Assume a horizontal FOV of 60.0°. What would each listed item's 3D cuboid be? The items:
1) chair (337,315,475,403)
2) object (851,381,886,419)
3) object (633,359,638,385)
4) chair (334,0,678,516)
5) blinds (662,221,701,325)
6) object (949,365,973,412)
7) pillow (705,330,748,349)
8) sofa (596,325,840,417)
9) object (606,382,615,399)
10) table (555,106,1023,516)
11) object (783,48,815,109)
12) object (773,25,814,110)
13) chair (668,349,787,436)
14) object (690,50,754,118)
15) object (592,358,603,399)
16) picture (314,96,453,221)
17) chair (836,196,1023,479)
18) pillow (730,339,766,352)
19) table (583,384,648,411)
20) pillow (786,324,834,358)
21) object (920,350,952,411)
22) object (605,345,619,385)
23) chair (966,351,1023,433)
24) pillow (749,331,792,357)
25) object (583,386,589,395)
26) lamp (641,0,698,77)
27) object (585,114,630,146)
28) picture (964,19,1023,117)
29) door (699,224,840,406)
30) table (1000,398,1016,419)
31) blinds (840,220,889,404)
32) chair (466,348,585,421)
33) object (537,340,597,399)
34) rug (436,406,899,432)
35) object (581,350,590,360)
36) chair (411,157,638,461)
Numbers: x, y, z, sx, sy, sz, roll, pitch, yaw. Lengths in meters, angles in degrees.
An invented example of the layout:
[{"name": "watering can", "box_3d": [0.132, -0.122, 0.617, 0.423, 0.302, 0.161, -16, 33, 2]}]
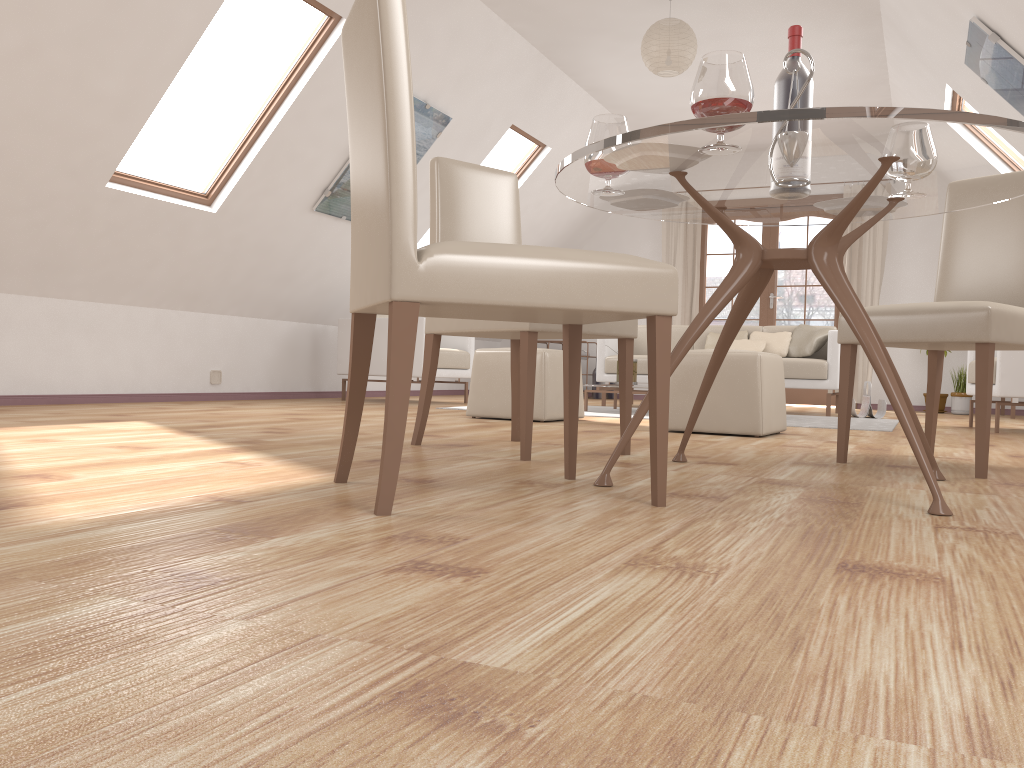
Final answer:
[{"name": "chair", "box_3d": [-0.820, -0.212, 6.996, 0.820, 0.706, 0.748, 2, 1, 28]}, {"name": "object", "box_3d": [2.618, 0.114, 6.542, 0.212, 0.267, 0.315, 2, 1, 12]}, {"name": "object", "box_3d": [0.873, -0.086, 6.413, 0.075, 0.185, 0.075, 1, 1, -33]}, {"name": "chair", "box_3d": [-0.036, -0.265, 1.878, 0.618, 0.999, 0.477, 1, 1, -20]}, {"name": "blinds", "box_3d": [1.755, -0.930, 9.289, 0.423, 2.130, 0.120, 2, 1, 22]}, {"name": "object", "box_3d": [3.954, 0.027, 7.777, 0.234, 0.480, 0.209, 2, 1, -9]}, {"name": "pillow", "box_3d": [1.766, -0.331, 7.325, 0.351, 0.235, 0.185, 2, 1, 28]}, {"name": "sofa", "box_3d": [1.708, -0.141, 7.237, 1.880, 0.706, 0.820, 2, 1, 25]}, {"name": "object", "box_3d": [1.067, -0.052, 9.480, 0.115, 0.443, 0.120, 2, 1, 19]}, {"name": "table", "box_3d": [0.697, -0.136, 2.243, 1.198, 0.770, 1.198, 1, 1, -44]}, {"name": "object", "box_3d": [0.711, -0.682, 2.235, 0.086, 0.322, 0.096, 2, 1, -12]}, {"name": "object", "box_3d": [0.754, -0.740, 2.381, 0.109, 0.435, 0.109, 2, 1, 21]}, {"name": "chair", "box_3d": [1.017, 0.032, 4.244, 0.506, 0.394, 0.506, 2, 1, 29]}, {"name": "object", "box_3d": [0.454, -0.615, 1.919, 0.136, 0.183, 0.136, 2, 1, 4]}, {"name": "object", "box_3d": [0.902, -0.055, 9.326, 0.115, 0.443, 0.120, 2, 1, 19]}, {"name": "picture", "box_3d": [-0.878, -1.526, 6.136, 0.683, 0.738, 0.650, 2, 1, 25]}, {"name": "chair", "box_3d": [1.431, -0.235, 2.837, 0.618, 0.999, 0.477, 1, 1, -38]}, {"name": "pillow", "box_3d": [1.838, -0.283, 7.126, 0.363, 0.170, 0.227, 2, 1, 30]}, {"name": "table", "box_3d": [1.163, 0.117, 6.089, 1.173, 0.190, 0.730, 2, 1, 25]}, {"name": "pillow", "box_3d": [2.340, -0.343, 7.003, 0.269, 0.276, 0.424, 1, 1, -15]}, {"name": "object", "box_3d": [3.855, -0.165, 8.097, 0.311, 0.846, 0.307, 2, 1, 17]}, {"name": "object", "box_3d": [0.772, -0.175, 6.335, 0.184, 0.359, 0.123, 1, 1, -23]}, {"name": "chair", "box_3d": [3.148, -0.070, 5.131, 0.820, 0.706, 0.748, 2, 1, 15]}, {"name": "pillow", "box_3d": [2.073, -0.319, 7.177, 0.351, 0.225, 0.196, 2, 1, 30]}, {"name": "object", "box_3d": [0.696, 0.064, 9.436, 0.109, 0.109, 0.435, 2, 1, 25]}, {"name": "lamp", "box_3d": [0.958, -2.138, 5.399, 0.340, 0.497, 0.340, 1, 1, -26]}, {"name": "object", "box_3d": [0.263, -0.627, 2.400, 0.136, 0.183, 0.136, 2, 1, 4]}, {"name": "picture", "box_3d": [2.667, -1.399, 4.481, 0.683, 0.738, 0.650, 2, 1, 25]}, {"name": "door", "box_3d": [2.594, -0.807, 8.999, 1.546, 2.001, 0.098, 2, 1, 25]}, {"name": "table", "box_3d": [4.520, 0.097, 7.437, 0.730, 0.390, 0.773, 2, 1, 23]}, {"name": "blinds", "box_3d": [3.368, -0.874, 8.493, 0.424, 2.129, 0.123, 2, 1, 20]}, {"name": "chair", "box_3d": [0.086, -0.005, 4.944, 0.506, 0.394, 0.506, 2, 1, 30]}, {"name": "object", "box_3d": [0.469, -0.160, 9.589, 0.854, 0.608, 0.417, 2, 1, 25]}, {"name": "rug", "box_3d": [1.097, 0.207, 6.046, 2.800, 0.007, 1.600, 2, 1, 25]}, {"name": "object", "box_3d": [0.707, -0.312, 9.433, 0.109, 0.109, 0.435, 2, 1, 25]}, {"name": "chair", "box_3d": [0.035, -0.278, 2.973, 0.477, 0.999, 0.618, 1, 1, -40]}]
